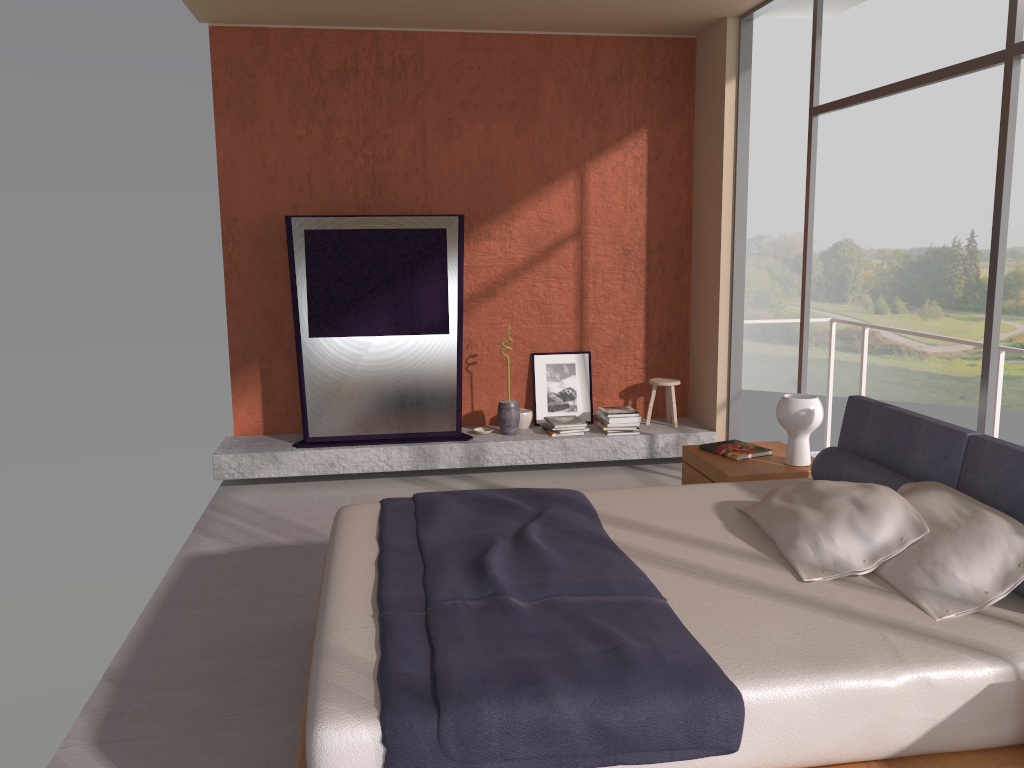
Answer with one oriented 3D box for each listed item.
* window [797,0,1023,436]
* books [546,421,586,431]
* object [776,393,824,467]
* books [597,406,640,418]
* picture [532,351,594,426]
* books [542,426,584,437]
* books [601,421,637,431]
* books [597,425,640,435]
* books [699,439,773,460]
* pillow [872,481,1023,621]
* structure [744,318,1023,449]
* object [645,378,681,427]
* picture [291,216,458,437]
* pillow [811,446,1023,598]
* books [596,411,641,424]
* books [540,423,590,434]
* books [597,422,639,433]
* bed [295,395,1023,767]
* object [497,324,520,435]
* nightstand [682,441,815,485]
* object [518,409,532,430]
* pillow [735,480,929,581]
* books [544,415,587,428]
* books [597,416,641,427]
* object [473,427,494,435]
[{"bbox_3d":[2.238,-0.302,2.400,0.075,3.133,6.106,-2,9,-9],"label":"window"},{"bbox_3d":[0.394,0.298,6.536,0.247,0.025,0.287,-2,9,-6],"label":"books"},{"bbox_3d":[1.413,0.227,4.366,0.224,0.338,0.224,0,9,3],"label":"object"},{"bbox_3d":[0.787,0.207,6.568,0.247,0.025,0.287,-2,9,-9],"label":"books"},{"bbox_3d":[0.388,0.034,6.792,0.458,0.550,0.117,-2,9,-9],"label":"picture"},{"bbox_3d":[0.377,0.342,6.547,0.247,0.025,0.287,-3,9,-12],"label":"books"},{"bbox_3d":[0.788,0.301,6.558,0.247,0.025,0.287,0,9,2],"label":"books"},{"bbox_3d":[0.789,0.337,6.584,0.247,0.018,0.328,-2,9,-7],"label":"books"},{"bbox_3d":[1.171,0.344,4.648,0.247,0.025,0.287,-6,10,-28],"label":"books"},{"bbox_3d":[1.386,0.526,2.967,0.400,0.265,0.791,-2,9,-6],"label":"pillow"},{"bbox_3d":[2.614,0.625,2.808,0.728,1.005,7.689,-2,9,-9],"label":"structure"},{"bbox_3d":[1.173,0.142,6.756,0.257,0.349,0.260,-8,12,-39],"label":"object"},{"bbox_3d":[-0.916,-0.398,6.143,1.129,1.496,0.126,-2,9,-9],"label":"picture"},{"bbox_3d":[1.543,0.485,3.266,0.205,0.201,1.470,-2,9,-9],"label":"pillow"},{"bbox_3d":[0.788,0.238,6.568,0.247,0.038,0.319,-2,9,-11],"label":"books"},{"bbox_3d":[0.389,0.318,6.554,0.247,0.018,0.328,-5,10,-24],"label":"books"},{"bbox_3d":[0.788,0.318,6.587,0.247,0.018,0.287,-2,9,-9],"label":"books"},{"bbox_3d":[0.523,0.695,3.151,2.462,0.959,2.017,-2,9,-9],"label":"bed"},{"bbox_3d":[-0.027,-0.032,6.436,0.165,0.810,0.165,2,10,14],"label":"object"},{"bbox_3d":[1.253,0.647,4.595,0.562,0.556,0.628,-2,9,-9],"label":"nightstand"},{"bbox_3d":[0.064,0.269,6.674,0.179,0.137,0.180,0,9,4],"label":"object"},{"bbox_3d":[1.149,0.486,3.290,0.431,0.264,0.869,-1,9,-1],"label":"pillow"},{"bbox_3d":[0.392,0.277,6.537,0.247,0.018,0.328,-3,9,-12],"label":"books"},{"bbox_3d":[0.789,0.271,6.573,0.247,0.027,0.328,-2,9,-7],"label":"books"},{"bbox_3d":[-0.209,0.353,6.527,0.152,0.040,0.152,4,10,26],"label":"object"}]
